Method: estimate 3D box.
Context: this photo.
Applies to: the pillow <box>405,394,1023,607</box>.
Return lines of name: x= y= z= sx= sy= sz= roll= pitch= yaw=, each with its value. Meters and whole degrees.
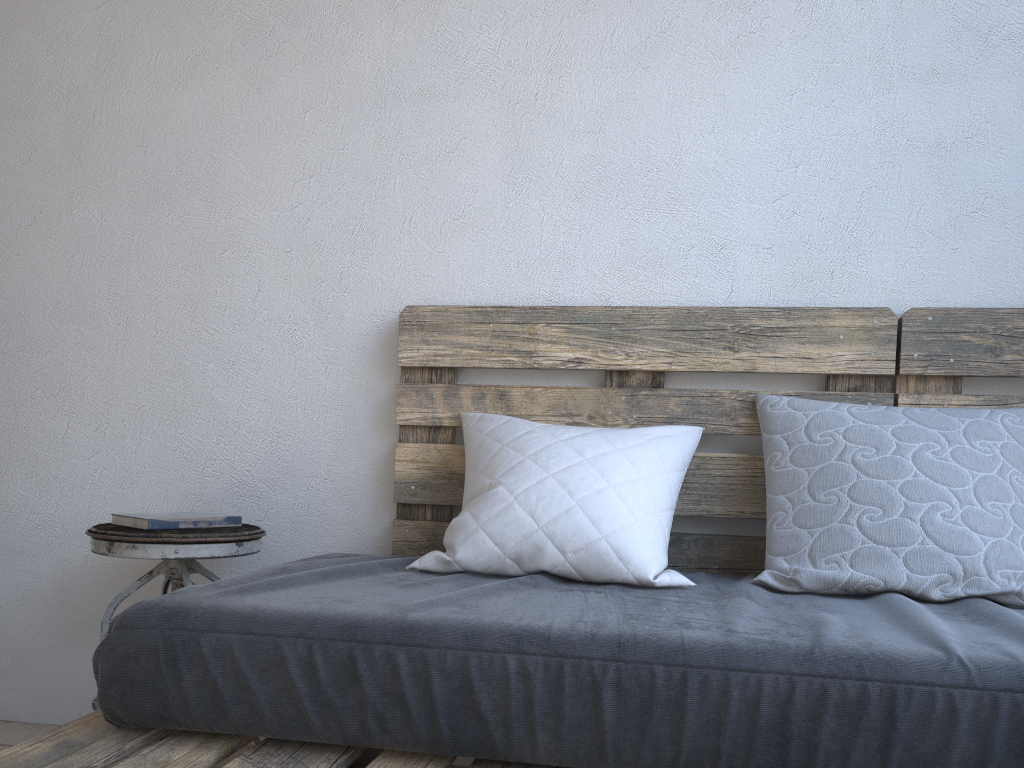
pillow: x=0.393 y=0.180 z=1.603 sx=1.128 sy=0.356 sz=0.351 roll=1 pitch=-2 yaw=10

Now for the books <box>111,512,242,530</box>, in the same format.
books: x=-0.687 y=0.280 z=1.807 sx=0.149 sy=0.021 sz=0.205 roll=-2 pitch=-6 yaw=39

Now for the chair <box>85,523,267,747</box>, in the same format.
chair: x=-0.700 y=0.552 z=1.839 sx=0.353 sy=0.521 sz=0.354 roll=2 pitch=0 yaw=14
